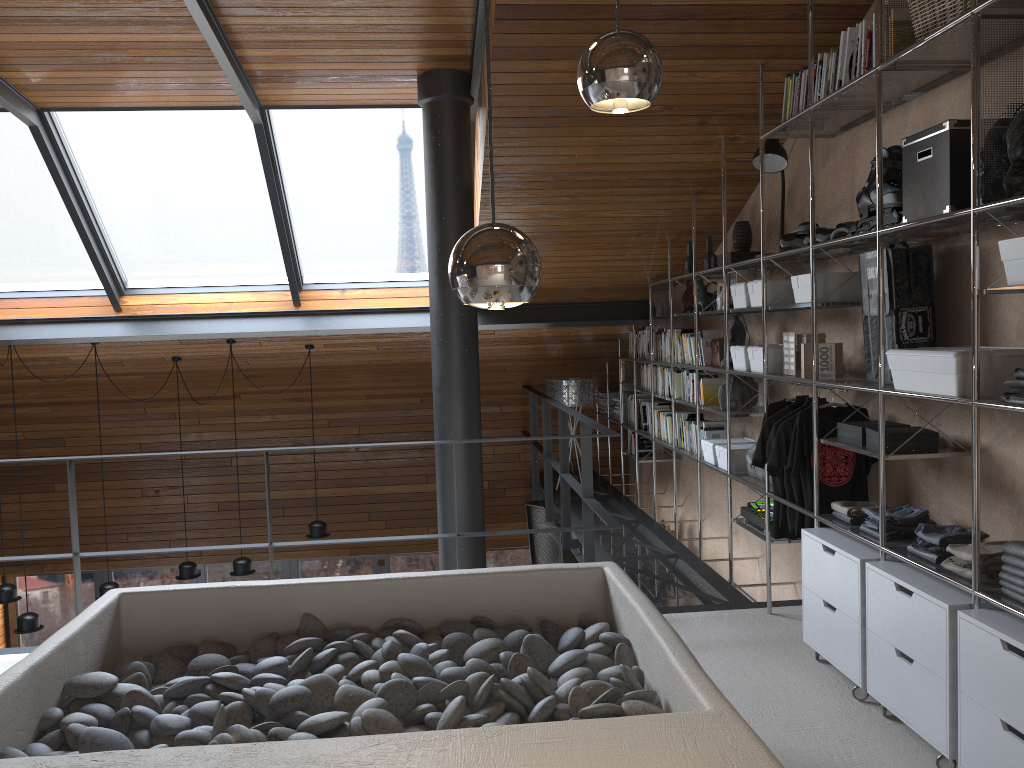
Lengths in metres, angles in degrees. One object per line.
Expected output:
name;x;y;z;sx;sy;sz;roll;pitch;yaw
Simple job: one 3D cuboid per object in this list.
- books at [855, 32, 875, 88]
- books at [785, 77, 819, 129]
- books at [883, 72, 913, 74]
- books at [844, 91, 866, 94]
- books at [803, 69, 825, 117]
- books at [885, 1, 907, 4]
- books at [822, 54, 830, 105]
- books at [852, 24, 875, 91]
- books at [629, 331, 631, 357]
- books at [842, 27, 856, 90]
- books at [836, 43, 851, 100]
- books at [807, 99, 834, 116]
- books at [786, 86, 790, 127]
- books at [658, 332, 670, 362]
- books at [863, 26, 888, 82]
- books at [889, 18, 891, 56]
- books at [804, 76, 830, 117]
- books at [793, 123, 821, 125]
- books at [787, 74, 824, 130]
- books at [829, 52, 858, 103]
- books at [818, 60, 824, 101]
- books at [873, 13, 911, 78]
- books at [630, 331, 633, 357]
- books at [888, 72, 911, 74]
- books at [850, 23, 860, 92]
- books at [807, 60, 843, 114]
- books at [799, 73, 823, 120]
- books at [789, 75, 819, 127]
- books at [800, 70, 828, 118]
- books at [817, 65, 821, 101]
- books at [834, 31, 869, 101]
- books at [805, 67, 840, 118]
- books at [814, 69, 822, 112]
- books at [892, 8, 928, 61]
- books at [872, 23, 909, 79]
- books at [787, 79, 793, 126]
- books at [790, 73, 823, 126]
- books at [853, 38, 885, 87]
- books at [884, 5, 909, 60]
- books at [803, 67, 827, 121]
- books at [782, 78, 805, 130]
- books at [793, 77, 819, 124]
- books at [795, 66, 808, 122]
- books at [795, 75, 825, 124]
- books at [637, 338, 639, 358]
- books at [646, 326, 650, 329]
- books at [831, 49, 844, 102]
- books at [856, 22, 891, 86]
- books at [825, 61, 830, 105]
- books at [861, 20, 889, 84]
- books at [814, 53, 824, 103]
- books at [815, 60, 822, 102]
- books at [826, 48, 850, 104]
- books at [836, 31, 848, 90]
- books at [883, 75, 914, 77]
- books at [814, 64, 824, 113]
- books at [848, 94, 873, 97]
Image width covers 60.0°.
books;1.420;-1.281;3.466;0.148;0.229;0.073;-2;3;-5
books;1.364;-1.312;4.137;0.169;0.229;0.077;-2;3;-5
books;1.424;-1.252;3.270;0.148;0.206;0.018;-2;3;-5
books;1.410;-1.272;3.533;0.170;0.214;0.065;-2;3;-4
books;1.354;-1.284;3.917;0.127;0.197;0.063;-2;3;-5
books;1.435;-1.282;3.240;0.143;0.268;0.020;-2;3;-5
books;1.376;-1.277;3.730;0.131;0.202;0.068;-2;3;-5
books;1.442;-1.284;3.483;0.191;0.244;0.075;-2;3;-5
books;1.076;-0.344;7.585;0.148;0.229;0.073;-2;3;-5
books;1.386;-1.283;3.502;0.148;0.229;0.073;-2;3;-5
books;1.387;-1.277;3.618;0.117;0.218;0.073;-2;3;-5
books;1.361;-1.285;3.887;0.125;0.204;0.072;-2;3;-5
books;1.346;-1.293;4.129;0.131;0.178;0.057;-2;3;-6
books;1.152;-0.278;6.537;0.131;0.216;0.509;-2;3;-5
books;1.417;-1.255;3.376;0.143;0.199;0.054;-2;3;-5
books;1.429;-1.237;3.214;0.131;0.181;0.014;-2;3;-5
books;1.350;-1.269;3.908;0.119;0.169;0.058;-2;3;-5
books;1.360;-1.294;4.059;0.130;0.201;0.063;-2;3;-5
books;1.382;-1.325;4.174;0.206;0.249;0.074;-2;3;-5
books;1.383;-1.269;3.676;0.126;0.194;0.064;-2;3;-5
books;1.371;-1.274;3.761;0.138;0.189;0.065;-2;3;-5
books;1.428;-1.270;3.328;0.148;0.234;0.013;-2;3;-5
books;1.095;-0.342;7.560;0.169;0.229;0.077;-2;3;-5
books;1.415;-1.252;3.282;0.130;0.208;0.010;-2;3;-5
books;1.436;-1.286;3.494;0.191;0.249;0.077;-2;3;-5
books;1.373;-1.292;3.867;0.161;0.220;0.074;-2;3;-5
books;1.353;-1.287;3.969;0.127;0.197;0.063;-2;3;-5
books;1.363;-1.310;4.098;0.148;0.229;0.073;-2;3;-5
books;1.345;-1.284;3.927;0.127;0.197;0.063;-2;3;-5
books;1.357;-1.264;3.776;0.112;0.173;0.054;-2;3;-5
books;1.403;-1.300;3.630;0.143;0.264;0.088;-2;3;-5
books;1.379;-1.295;3.937;0.177;0.214;0.064;-2;3;-5
books;1.348;-1.265;3.820;0.111;0.171;0.056;-2;3;-5
books;1.433;-1.247;3.197;0.129;0.203;0.021;-2;3;-5
books;1.432;-1.257;3.343;0.148;0.206;0.014;-2;3;-5
books;1.354;-1.304;4.113;0.149;0.202;0.067;-2;3;-6
books;1.365;-1.307;4.071;0.160;0.228;0.080;-2;3;-5
books;1.405;-1.255;3.464;0.131;0.178;0.057;-2;3;-5
books;1.418;-1.262;3.224;0.129;0.231;0.010;-2;3;-5
books;1.363;-1.302;3.987;0.129;0.226;0.069;-2;3;-5
books;1.345;-1.313;4.163;0.148;0.229;0.073;-2;3;-5
books;1.350;-1.293;4.047;0.130;0.202;0.063;-2;3;-5
books;1.358;-1.307;4.001;0.143;0.233;0.081;-2;3;-5
books;1.363;-1.295;4.035;0.146;0.208;0.071;-2;3;-5
books;1.079;-0.295;7.243;0.111;0.171;0.056;-2;3;-5
books;1.134;-0.331;7.052;0.143;0.264;0.088;-2;3;-5
books;1.383;-1.272;3.658;0.123;0.201;0.071;-2;3;-5
books;1.409;-1.273;3.425;0.148;0.233;0.053;-2;3;-5
books;1.384;-1.271;3.717;0.120;0.186;0.064;-2;3;-5
books;1.415;-1.273;3.403;0.148;0.234;0.033;-2;3;-5
books;1.359;-1.291;3.790;0.122;0.227;0.076;-2;3;-5
books;1.353;-1.275;3.781;0.111;0.194;0.059;-2;3;-5
books;1.379;-1.280;3.686;0.133;0.215;0.070;-2;3;-5
books;1.381;-1.285;3.548;0.148;0.229;0.073;-2;3;-5
books;1.440;-1.259;3.316;0.136;0.213;0.014;-2;3;-5
books;1.355;-1.278;3.836;0.111;0.194;0.059;-2;3;-5
books;1.398;-1.273;3.585;0.155;0.212;0.073;-2;3;-5
